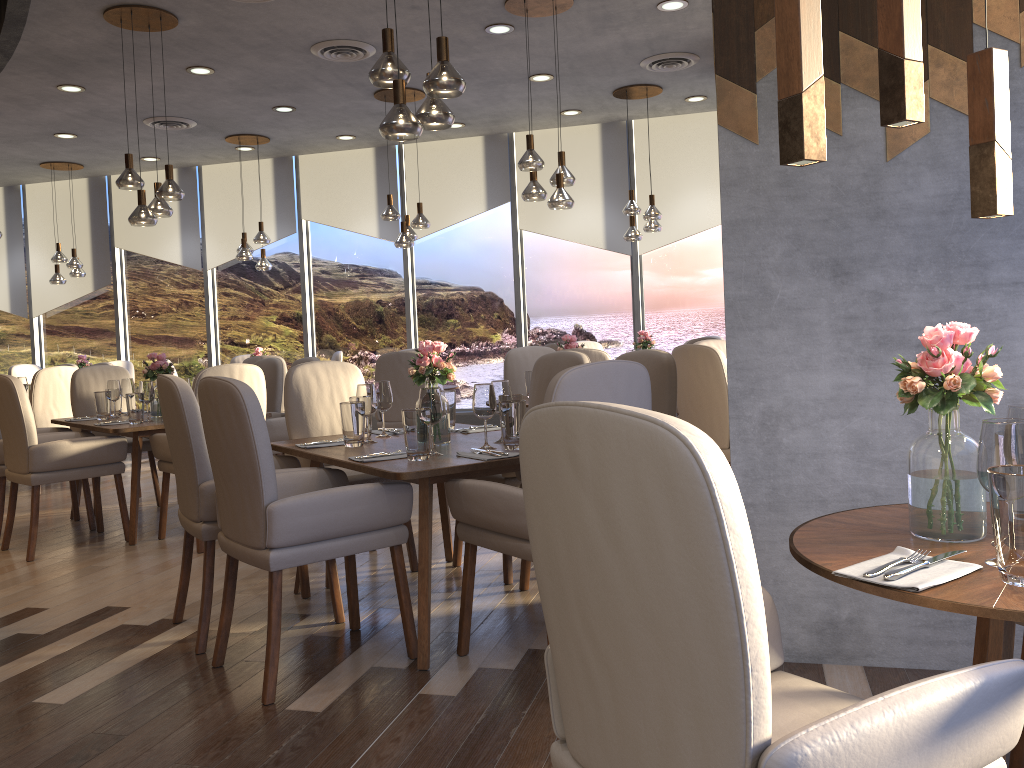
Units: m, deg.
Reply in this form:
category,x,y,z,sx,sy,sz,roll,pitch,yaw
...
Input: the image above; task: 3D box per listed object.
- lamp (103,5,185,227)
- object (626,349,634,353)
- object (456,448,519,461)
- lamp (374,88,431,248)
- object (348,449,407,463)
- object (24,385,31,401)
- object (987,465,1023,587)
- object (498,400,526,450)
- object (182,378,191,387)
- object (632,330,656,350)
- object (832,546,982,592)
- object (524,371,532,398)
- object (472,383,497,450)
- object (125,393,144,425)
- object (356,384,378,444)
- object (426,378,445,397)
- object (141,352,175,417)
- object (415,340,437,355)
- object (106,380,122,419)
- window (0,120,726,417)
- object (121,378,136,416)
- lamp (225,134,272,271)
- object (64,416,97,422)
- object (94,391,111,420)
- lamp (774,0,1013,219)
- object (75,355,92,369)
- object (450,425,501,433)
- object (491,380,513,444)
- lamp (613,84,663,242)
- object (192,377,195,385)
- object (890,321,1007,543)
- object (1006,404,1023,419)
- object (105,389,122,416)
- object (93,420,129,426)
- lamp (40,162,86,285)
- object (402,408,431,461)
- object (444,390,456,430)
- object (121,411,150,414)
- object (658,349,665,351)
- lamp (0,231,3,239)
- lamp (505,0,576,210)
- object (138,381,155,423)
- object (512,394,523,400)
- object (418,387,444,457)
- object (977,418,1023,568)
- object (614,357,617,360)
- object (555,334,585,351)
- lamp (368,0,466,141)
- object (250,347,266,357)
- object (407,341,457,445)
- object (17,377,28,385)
category,x,y,z,sx,sy,sz,roll,pitch,yaw
lamp,-2.317,-1.656,5.624,0.439,1.325,0.440,-2,2,20
object,1.077,-0.190,8.029,0.092,0.244,0.092,-3,2,-4
object,-0.094,0.243,3.137,0.157,0.019,0.255,-5,4,-35
lamp,-0.937,-1.829,7.642,0.439,1.325,0.440,-2,2,18
object,-0.451,0.255,3.201,0.255,0.019,0.157,-4,4,-31
object,-4.104,0.097,7.506,0.102,0.178,0.102,-1,2,35
object,0.808,0.223,1.394,0.102,0.178,0.102,-3,2,0
object,0.005,0.151,3.267,0.102,0.178,0.102,-4,2,-39
object,-1.997,0.088,5.400,0.092,0.244,0.092,-3,2,-19
object,1.192,-0.275,7.931,0.198,0.415,0.210,-4,2,-37
object,0.678,0.303,1.495,0.255,0.019,0.157,-5,4,-36
object,0.136,0.003,5.893,0.102,0.178,0.102,-3,2,-4
object,-0.100,0.121,3.301,0.092,0.244,0.092,-1,2,35
object,-2.188,0.143,5.154,0.102,0.178,0.102,-2,2,16
object,-0.600,0.123,3.672,0.092,0.244,0.092,-2,2,11
object,-0.345,0.095,3.972,0.092,0.244,0.092,-2,2,15
object,-2.251,0.003,5.656,0.210,0.415,0.198,-3,2,-27
object,-0.744,-0.175,7.665,0.210,0.415,0.198,-3,2,-12
object,-2.551,0.097,5.685,0.092,0.244,0.092,-2,2,7
window,0.262,-1.128,6.417,8.067,3.196,16.125,-4,4,-30
object,-2.548,0.086,5.885,0.092,0.244,0.092,-2,2,31
lamp,-2.661,-1.830,9.036,0.439,1.325,0.440,-2,2,8
object,-2.710,0.218,5.669,0.255,0.019,0.157,-5,4,-40
object,-2.573,0.137,5.579,0.102,0.178,0.102,-3,2,-24
lamp,0.840,-1.270,1.602,1.162,1.930,0.118,-4,2,-30
object,-4.868,-0.126,10.064,0.210,0.415,0.198,-1,2,38
object,-0.174,0.200,3.970,0.255,0.019,0.157,-5,4,-32
object,-0.041,0.108,3.487,0.092,0.244,0.092,-3,2,-7
lamp,1.143,-1.934,7.876,0.439,1.325,0.439,-3,2,-18
object,-1.969,0.076,5.594,0.092,0.244,0.092,-3,2,-22
object,0.839,0.087,1.698,0.210,0.415,0.198,-3,2,-7
object,1.006,0.164,1.720,0.092,0.244,0.092,-1,2,38
object,-2.652,0.122,5.912,0.102,0.178,0.102,-4,2,-33
object,-2.326,0.224,5.244,0.255,0.019,0.157,-5,4,-40
lamp,-4.993,-1.775,9.905,0.439,1.325,0.440,-2,2,14
object,-0.330,0.176,3.089,0.102,0.178,0.102,-3,2,-5
object,-0.305,0.120,4.075,0.102,0.178,0.102,-3,2,-26
object,-2.558,0.190,6.053,0.157,0.019,0.255,-5,4,-39
object,1.312,-0.189,7.824,0.092,0.244,0.092,-4,2,-45
lamp,-4.624,-1.663,7.591,0.440,1.325,0.439,-4,2,-36
lamp,0.201,-1.769,5.666,0.439,1.325,0.440,-2,2,23
object,-2.166,0.104,5.260,0.092,0.244,0.092,-2,2,2
object,-0.001,0.134,3.589,0.102,0.178,0.102,-3,2,-26
object,-0.290,0.136,3.189,0.092,0.244,0.092,-2,2,11
object,0.838,0.183,1.498,0.092,0.244,0.092,-2,2,6
object,0.984,-0.156,8.084,0.102,0.178,0.102,-1,2,33
object,0.385,-0.119,5.765,0.210,0.415,0.198,-3,2,-27
lamp,-0.397,-1.624,3.524,0.439,1.325,0.440,-3,1,0
object,-2.585,-0.171,9.069,0.198,0.415,0.210,-2,2,13
object,-0.317,0.034,3.563,0.210,0.415,0.198,-3,2,-7
object,-4.243,0.061,7.683,0.092,0.244,0.092,-4,2,-39
